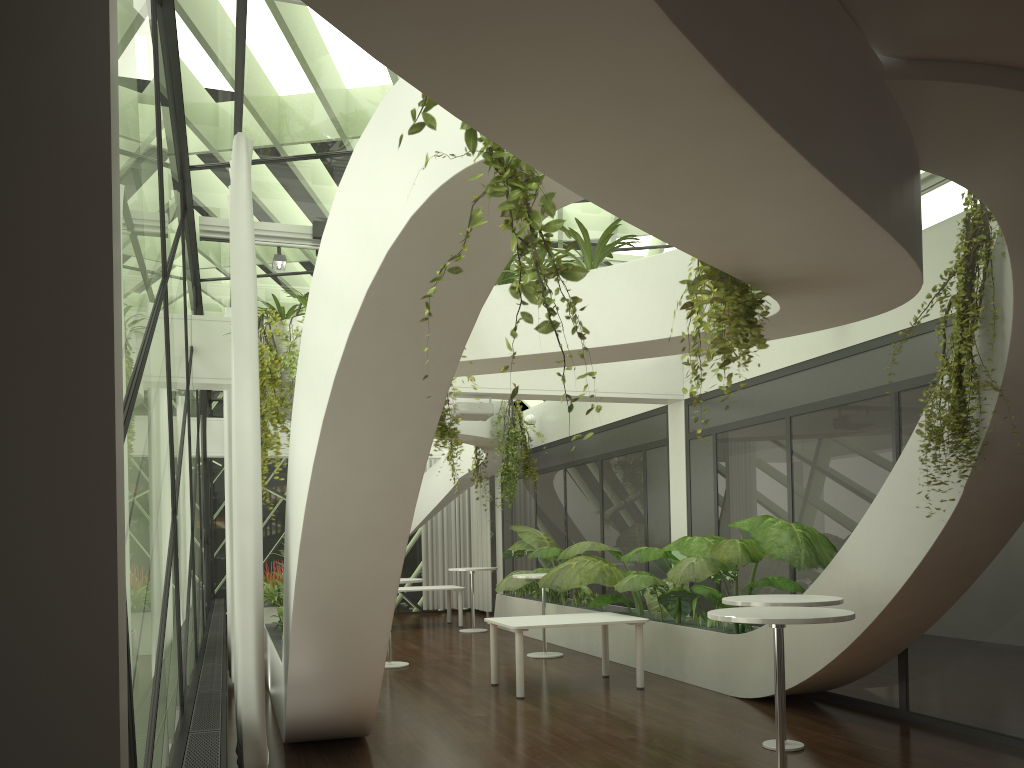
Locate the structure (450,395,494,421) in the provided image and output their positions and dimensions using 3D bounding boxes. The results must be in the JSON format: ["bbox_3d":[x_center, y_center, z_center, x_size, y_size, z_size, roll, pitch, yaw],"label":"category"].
[{"bbox_3d":[-0.471,0.273,10.118,0.462,0.274,0.392,1,-7,-18],"label":"structure"}]

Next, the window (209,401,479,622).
[{"bbox_3d":[-3.506,2.714,18.895,5.739,4.623,0.038,1,-1,-18],"label":"window"}]

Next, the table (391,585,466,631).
[{"bbox_3d":[-1.703,4.144,16.240,1.501,0.714,1.081,2,-8,-18],"label":"table"}]

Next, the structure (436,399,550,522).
[{"bbox_3d":[-0.341,1.170,13.926,1.443,2.062,1.643,-4,-5,36],"label":"structure"}]

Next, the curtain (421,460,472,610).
[{"bbox_3d":[-1.410,2.921,19.331,1.230,4.071,0.160,-1,-1,-19],"label":"curtain"}]

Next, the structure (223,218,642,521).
[{"bbox_3d":[-0.867,0.055,8.020,4.654,2.303,1.451,-7,-6,35],"label":"structure"}]

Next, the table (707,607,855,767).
[{"bbox_3d":[1.640,1.934,5.318,0.857,1.091,0.863,2,-5,-33],"label":"table"}]

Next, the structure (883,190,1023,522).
[{"bbox_3d":[2.878,-0.191,5.480,0.615,2.107,1.072,-1,-3,-6],"label":"structure"}]

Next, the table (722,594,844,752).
[{"bbox_3d":[2.006,2.131,6.466,0.857,1.091,0.863,2,-5,-33],"label":"table"}]

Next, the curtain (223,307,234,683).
[{"bbox_3d":[-3.178,1.289,9.986,0.160,4.071,1.050,-1,-1,-20],"label":"curtain"}]

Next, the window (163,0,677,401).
[{"bbox_3d":[-0.990,-1.044,11.014,5.690,0.055,16.939,2,-11,-18],"label":"window"}]

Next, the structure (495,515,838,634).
[{"bbox_3d":[0.885,2.628,11.345,1.782,1.701,9.017,1,-10,-18],"label":"structure"}]

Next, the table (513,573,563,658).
[{"bbox_3d":[0.449,3.118,11.802,0.857,1.091,0.863,-3,-5,17],"label":"table"}]

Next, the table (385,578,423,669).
[{"bbox_3d":[-1.553,3.043,11.146,0.857,1.091,0.863,-3,-5,17],"label":"table"}]

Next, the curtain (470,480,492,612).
[{"bbox_3d":[-0.663,2.798,18.732,0.160,4.071,1.004,-1,-1,-20],"label":"curtain"}]

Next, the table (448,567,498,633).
[{"bbox_3d":[-0.665,3.749,15.206,0.857,1.091,0.863,-3,-5,17],"label":"table"}]

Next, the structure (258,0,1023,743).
[{"bbox_3d":[0.448,1.058,6.506,5.917,4.185,24.690,0,-10,-12],"label":"structure"}]

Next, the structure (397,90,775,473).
[{"bbox_3d":[0.701,-0.400,4.264,1.235,1.845,3.230,-4,-8,37],"label":"structure"}]

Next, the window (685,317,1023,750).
[{"bbox_3d":[3.276,1.189,7.359,0.050,3.215,7.185,-1,-8,-18],"label":"window"}]

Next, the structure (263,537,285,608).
[{"bbox_3d":[-3.893,3.090,15.604,2.035,1.656,4.826,-3,-9,13],"label":"structure"}]

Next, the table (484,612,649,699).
[{"bbox_3d":[0.567,2.858,9.309,1.501,0.714,1.081,2,-8,-18],"label":"table"}]

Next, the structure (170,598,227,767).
[{"bbox_3d":[-3.654,3.316,10.772,0.259,0.499,15.333,0,-10,-18],"label":"structure"}]

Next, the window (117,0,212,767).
[{"bbox_3d":[-3.631,1.140,10.092,0.084,4.599,16.971,-1,-9,-18],"label":"window"}]

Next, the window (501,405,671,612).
[{"bbox_3d":[0.935,2.515,14.507,0.050,3.215,7.275,-1,-8,-18],"label":"window"}]

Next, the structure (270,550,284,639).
[{"bbox_3d":[-2.072,1.983,9.068,0.854,1.586,3.369,0,-8,-19],"label":"structure"}]

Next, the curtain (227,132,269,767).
[{"bbox_3d":[-1.800,0.582,5.942,0.209,4.160,1.093,-1,-1,-18],"label":"curtain"}]
